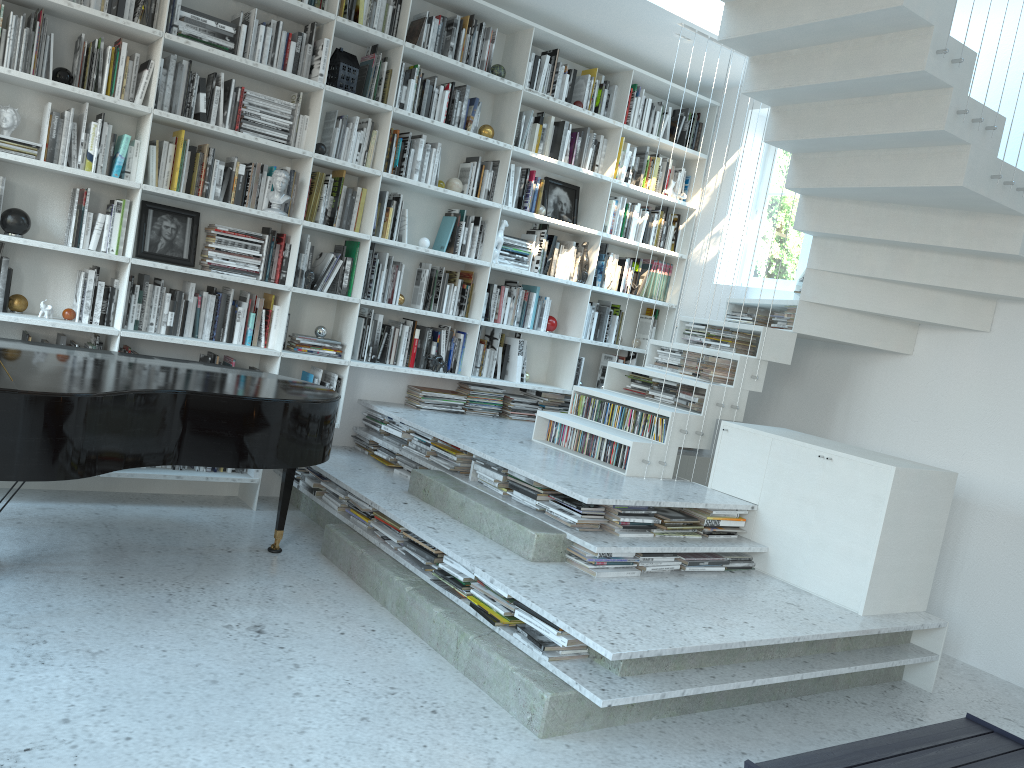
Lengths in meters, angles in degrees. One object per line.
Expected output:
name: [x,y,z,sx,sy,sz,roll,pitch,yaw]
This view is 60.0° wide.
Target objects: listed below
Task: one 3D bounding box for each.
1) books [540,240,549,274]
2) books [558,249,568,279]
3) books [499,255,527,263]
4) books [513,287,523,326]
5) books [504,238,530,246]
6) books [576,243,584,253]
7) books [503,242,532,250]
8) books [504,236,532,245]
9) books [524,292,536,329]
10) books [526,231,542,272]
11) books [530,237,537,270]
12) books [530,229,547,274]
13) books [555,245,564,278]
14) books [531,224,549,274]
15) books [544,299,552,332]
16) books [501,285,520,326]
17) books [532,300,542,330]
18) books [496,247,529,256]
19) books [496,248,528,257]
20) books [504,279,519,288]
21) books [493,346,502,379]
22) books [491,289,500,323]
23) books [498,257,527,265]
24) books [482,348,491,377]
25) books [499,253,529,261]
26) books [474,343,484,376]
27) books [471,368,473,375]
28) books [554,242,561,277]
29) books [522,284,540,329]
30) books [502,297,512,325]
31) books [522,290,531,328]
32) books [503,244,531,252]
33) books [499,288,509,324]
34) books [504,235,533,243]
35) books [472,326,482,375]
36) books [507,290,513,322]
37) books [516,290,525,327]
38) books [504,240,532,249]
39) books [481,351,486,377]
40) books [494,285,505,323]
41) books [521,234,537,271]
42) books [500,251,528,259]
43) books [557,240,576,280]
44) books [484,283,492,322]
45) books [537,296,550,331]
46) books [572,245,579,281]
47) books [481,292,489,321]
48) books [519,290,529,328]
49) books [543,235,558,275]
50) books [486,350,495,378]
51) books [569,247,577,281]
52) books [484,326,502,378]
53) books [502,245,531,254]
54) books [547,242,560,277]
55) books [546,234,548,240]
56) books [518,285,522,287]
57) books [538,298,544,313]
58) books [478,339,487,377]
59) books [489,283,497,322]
books: [0.165,-0.860,6.007,0.030,0.237,0.179,7,6,-36]
books: [0.313,-0.831,6.141,0.025,0.213,0.155,7,6,-36]
books: [-0.048,-0.838,5.883,0.254,0.012,0.160,8,5,-34]
books: [-0.010,-0.526,5.947,0.012,0.262,0.186,7,6,-36]
books: [-0.025,-0.944,5.875,0.254,0.012,0.160,8,5,-34]
books: [0.447,-0.849,6.240,0.029,0.284,0.138,7,6,-36]
books: [-0.026,-0.919,5.872,0.285,0.012,0.159,7,6,-41]
books: [-0.023,-0.956,5.874,0.285,0.012,0.159,7,5,-38]
books: [0.081,-0.505,6.020,0.023,0.244,0.189,7,6,-36]
books: [0.124,-0.892,5.996,0.012,0.285,0.159,7,6,-36]
books: [0.095,-0.877,5.989,0.023,0.247,0.137,7,6,-36]
books: [0.150,-0.894,5.981,0.011,0.300,0.183,7,6,-36]
books: [0.290,-0.846,6.130,0.028,0.235,0.129,7,6,-36]
books: [0.162,-0.911,5.985,0.010,0.339,0.179,7,6,-36]
books: [0.194,-0.482,6.122,0.027,0.223,0.169,7,6,-36]
books: [-0.034,-0.525,5.925,0.028,0.255,0.191,7,6,-36]
books: [0.124,-0.479,6.064,0.030,0.201,0.189,7,6,-36]
books: [-0.033,-0.884,5.875,0.254,0.012,0.160,8,5,-31]
books: [-0.043,-0.874,5.884,0.254,0.012,0.160,8,5,-36]
books: [-0.026,-0.548,5.953,0.013,0.299,0.147,7,6,-36]
books: [-0.132,-0.154,5.965,0.052,0.217,0.184,7,6,-36]
books: [-0.149,-0.526,5.864,0.011,0.223,0.162,7,6,-36]
books: [-0.048,-0.825,5.880,0.254,0.012,0.160,8,5,-32]
books: [-0.205,-0.150,5.929,0.030,0.188,0.139,7,6,-36]
books: [-0.045,-0.850,5.883,0.285,0.012,0.159,7,5,-38]
books: [-0.255,-0.169,5.888,0.023,0.214,0.163,7,6,-36]
books: [-0.295,-0.175,5.874,0.033,0.213,0.139,7,6,-36]
books: [0.267,-0.856,6.114,0.031,0.250,0.133,7,6,-36]
books: [0.103,-0.526,6.035,0.026,0.290,0.181,7,6,-36]
books: [-0.080,-0.496,5.916,0.028,0.182,0.186,7,6,-36]
books: [0.054,-0.516,6.030,0.012,0.254,0.160,7,6,-36]
books: [-0.032,-0.909,5.879,0.285,0.012,0.159,8,5,-34]
books: [-0.103,-0.529,5.908,0.026,0.239,0.177,7,6,-36]
books: [-0.021,-0.968,5.873,0.285,0.012,0.159,8,5,-34]
books: [-0.266,-0.228,5.881,0.013,0.327,0.130,7,6,-36]
books: [-0.065,-0.519,5.933,0.012,0.230,0.178,7,6,-36]
books: [0.009,-0.518,5.991,0.026,0.247,0.165,7,6,-36]
books: [-0.028,-0.932,5.876,0.285,0.012,0.159,8,5,-34]
books: [-0.225,-0.163,5.911,0.025,0.210,0.137,7,6,-36]
books: [-0.122,-0.534,5.874,0.045,0.246,0.185,7,6,-36]
books: [0.092,-0.880,5.964,0.012,0.254,0.160,7,6,-36]
books: [-0.039,-0.860,5.876,0.254,0.012,0.160,7,6,-41]
books: [0.351,-0.853,6.133,0.021,0.271,0.191,7,6,-36]
books: [-0.191,-0.542,5.834,0.047,0.244,0.177,7,6,-36]
books: [0.175,-0.490,6.105,0.025,0.236,0.181,7,6,-36]
books: [0.391,-0.841,6.184,0.024,0.255,0.144,7,6,-36]
books: [-0.219,-0.516,5.823,0.022,0.184,0.162,7,6,-36]
books: [0.037,-0.514,5.987,0.014,0.249,0.176,7,6,-36]
books: [0.213,-0.877,6.042,0.059,0.282,0.167,7,6,-36]
books: [-0.180,-0.144,5.939,0.024,0.185,0.149,7,6,-36]
books: [0.372,-0.834,6.154,0.041,0.239,0.176,7,6,-36]
books: [-0.149,-0.214,5.941,0.014,0.333,0.168,7,6,-36]
books: [-0.033,-0.897,5.878,0.285,0.012,0.159,7,6,-39]
books: [0.251,-0.853,6.081,0.031,0.242,0.146,7,6,-36]
books: [0.176,-0.882,6.032,0.014,0.280,0.131,7,6,-36]
books: [-0.002,-0.532,5.977,0.011,0.272,0.151,7,6,-36]
books: [0.144,-0.487,6.095,0.037,0.219,0.139,7,6,-36]
books: [-0.232,-0.180,5.889,0.015,0.244,0.156,7,6,-36]
books: [-0.168,-0.542,5.863,0.024,0.247,0.143,7,6,-36]
